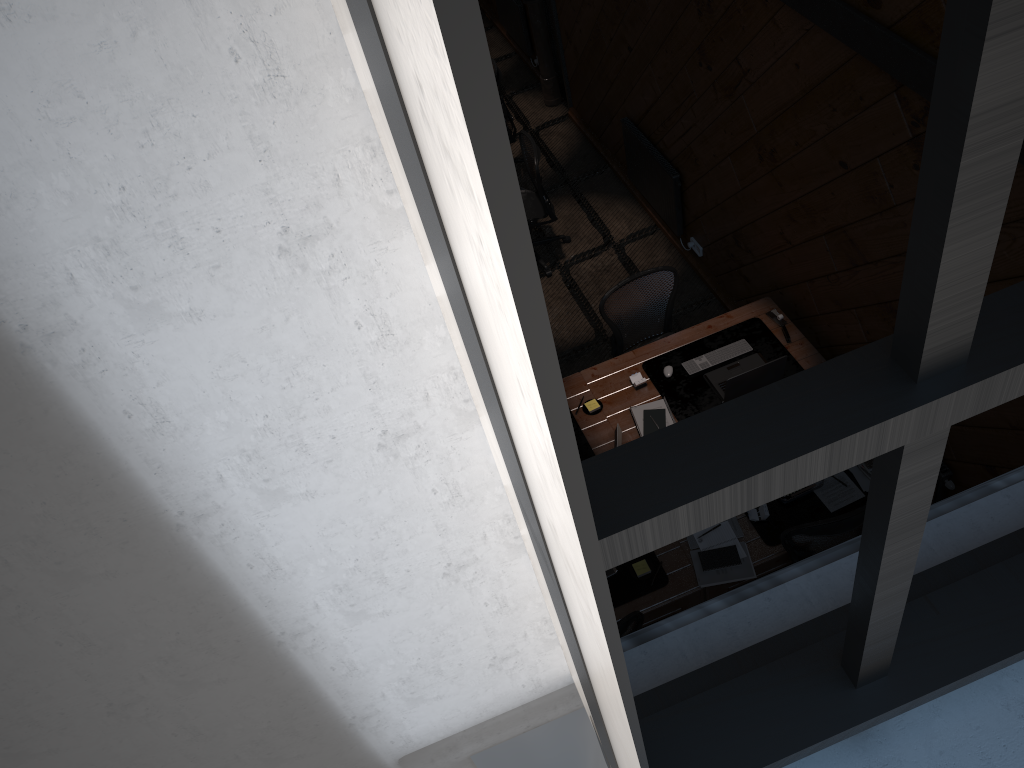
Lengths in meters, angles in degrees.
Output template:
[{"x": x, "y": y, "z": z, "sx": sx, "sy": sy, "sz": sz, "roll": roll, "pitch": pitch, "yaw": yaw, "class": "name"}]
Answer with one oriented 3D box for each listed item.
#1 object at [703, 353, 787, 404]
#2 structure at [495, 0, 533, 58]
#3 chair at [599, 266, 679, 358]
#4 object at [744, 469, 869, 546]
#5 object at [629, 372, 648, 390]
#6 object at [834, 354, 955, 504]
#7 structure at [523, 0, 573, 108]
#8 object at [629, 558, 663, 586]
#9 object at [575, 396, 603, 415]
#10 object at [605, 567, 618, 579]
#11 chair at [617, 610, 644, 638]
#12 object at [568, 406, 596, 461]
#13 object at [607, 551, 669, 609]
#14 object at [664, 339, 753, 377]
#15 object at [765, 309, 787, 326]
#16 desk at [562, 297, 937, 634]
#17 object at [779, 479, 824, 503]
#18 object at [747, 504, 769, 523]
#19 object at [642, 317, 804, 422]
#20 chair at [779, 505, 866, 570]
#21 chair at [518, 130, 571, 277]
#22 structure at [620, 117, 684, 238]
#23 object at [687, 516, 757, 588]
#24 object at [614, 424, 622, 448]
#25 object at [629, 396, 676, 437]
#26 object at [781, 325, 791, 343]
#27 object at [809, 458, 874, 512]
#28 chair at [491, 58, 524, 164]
[{"x": 1.397, "y": -0.105, "z": 5.350, "sx": 0.390, "sy": 0.283, "sz": 0.323, "roll": -22, "pitch": 47, "yaw": -5, "class": "object"}, {"x": -0.002, "y": -4.130, "z": 9.945, "sx": 0.073, "sy": 0.628, "sz": 1.064, "roll": -22, "pitch": 47, "yaw": -5, "class": "structure"}, {"x": 1.030, "y": -0.210, "z": 6.036, "sx": 0.770, "sy": 1.085, "sz": 0.792, "roll": -38, "pitch": 50, "yaw": -19, "class": "chair"}, {"x": 1.632, "y": 0.486, "z": 4.944, "sx": 0.848, "sy": 0.008, "sz": 0.687, "roll": -22, "pitch": 47, "yaw": -5, "class": "object"}, {"x": 0.795, "y": -0.027, "z": 5.604, "sx": 0.082, "sy": 0.063, "sz": 0.106, "roll": -24, "pitch": 47, "yaw": -7, "class": "object"}, {"x": 2.207, "y": 0.373, "z": 5.227, "sx": 0.073, "sy": 0.628, "sz": 1.064, "roll": -22, "pitch": 47, "yaw": -5, "class": "object"}, {"x": 0.206, "y": -4.027, "z": 8.618, "sx": 0.500, "sy": 2.745, "sz": 1.003, "roll": -18, "pitch": 46, "yaw": -1, "class": "structure"}, {"x": 0.702, "y": 0.984, "z": 4.725, "sx": 0.154, "sy": 0.026, "sz": 0.158, "roll": 15, "pitch": 54, "yaw": 26, "class": "object"}, {"x": 0.492, "y": 0.137, "z": 5.562, "sx": 0.154, "sy": 0.026, "sz": 0.158, "roll": 10, "pitch": 52, "yaw": 23, "class": "object"}, {"x": 0.304, "y": 0.906, "z": 4.728, "sx": 0.390, "sy": 0.283, "sz": 0.323, "roll": -25, "pitch": 47, "yaw": -8, "class": "object"}, {"x": 0.357, "y": 1.426, "z": 4.728, "sx": 0.770, "sy": 1.085, "sz": 0.792, "roll": -38, "pitch": 50, "yaw": -19, "class": "chair"}, {"x": 0.031, "y": 0.429, "z": 5.436, "sx": 0.848, "sy": 0.008, "sz": 0.687, "roll": -22, "pitch": 47, "yaw": -5, "class": "object"}, {"x": 0.334, "y": 0.980, "z": 4.850, "sx": 0.848, "sy": 0.008, "sz": 0.687, "roll": -22, "pitch": 47, "yaw": -5, "class": "object"}, {"x": 1.236, "y": -0.151, "z": 5.611, "sx": 0.577, "sy": 0.040, "sz": 0.139, "roll": -19, "pitch": 46, "yaw": -2, "class": "object"}, {"x": 1.708, "y": -0.444, "z": 5.733, "sx": 0.054, "sy": 0.064, "sz": 0.159, "roll": -27, "pitch": 47, "yaw": -10, "class": "object"}, {"x": 0.149, "y": 0.954, "z": 5.385, "sx": 4.117, "sy": 0.840, "sz": 1.748, "roll": -22, "pitch": 47, "yaw": -5, "class": "desk"}, {"x": 1.535, "y": 0.474, "z": 4.883, "sx": 0.322, "sy": 0.116, "sz": 0.290, "roll": -23, "pitch": 47, "yaw": -6, "class": "object"}, {"x": 1.327, "y": 0.696, "z": 4.786, "sx": 0.106, "sy": 0.063, "sz": 0.082, "roll": -9, "pitch": 47, "yaw": 7, "class": "object"}, {"x": 1.328, "y": -0.065, "z": 5.530, "sx": 0.848, "sy": 0.008, "sz": 0.687, "roll": -22, "pitch": 47, "yaw": -5, "class": "object"}, {"x": 1.641, "y": 0.847, "z": 4.903, "sx": 0.770, "sy": 1.085, "sz": 0.792, "roll": -30, "pitch": 48, "yaw": -12, "class": "chair"}, {"x": 0.045, "y": -1.494, "z": 7.479, "sx": 0.792, "sy": 1.085, "sz": 0.770, "roll": -30, "pitch": 48, "yaw": -12, "class": "chair"}, {"x": 1.181, "y": -1.718, "z": 7.418, "sx": 0.073, "sy": 0.628, "sz": 1.064, "roll": -22, "pitch": 47, "yaw": -5, "class": "structure"}, {"x": 1.095, "y": 0.856, "z": 4.739, "sx": 0.304, "sy": 0.017, "sz": 0.467, "roll": -12, "pitch": 47, "yaw": 4, "class": "object"}, {"x": 0.597, "y": 0.390, "z": 5.262, "sx": 0.129, "sy": 0.083, "sz": 0.347, "roll": 17, "pitch": 55, "yaw": 28, "class": "object"}, {"x": 0.859, "y": 0.213, "z": 5.372, "sx": 0.229, "sy": 0.060, "sz": 0.316, "roll": -16, "pitch": 46, "yaw": 1, "class": "object"}, {"x": 1.738, "y": -0.320, "z": 5.626, "sx": 0.022, "sy": 0.042, "sz": 0.134, "roll": -11, "pitch": 47, "yaw": 6, "class": "object"}, {"x": 1.851, "y": 0.460, "z": 4.826, "sx": 0.478, "sy": 0.098, "sz": 0.319, "roll": -23, "pitch": 47, "yaw": -6, "class": "object"}, {"x": -0.279, "y": -2.444, "z": 8.435, "sx": 0.792, "sy": 1.085, "sz": 0.770, "roll": -23, "pitch": 47, "yaw": -5, "class": "chair"}]
